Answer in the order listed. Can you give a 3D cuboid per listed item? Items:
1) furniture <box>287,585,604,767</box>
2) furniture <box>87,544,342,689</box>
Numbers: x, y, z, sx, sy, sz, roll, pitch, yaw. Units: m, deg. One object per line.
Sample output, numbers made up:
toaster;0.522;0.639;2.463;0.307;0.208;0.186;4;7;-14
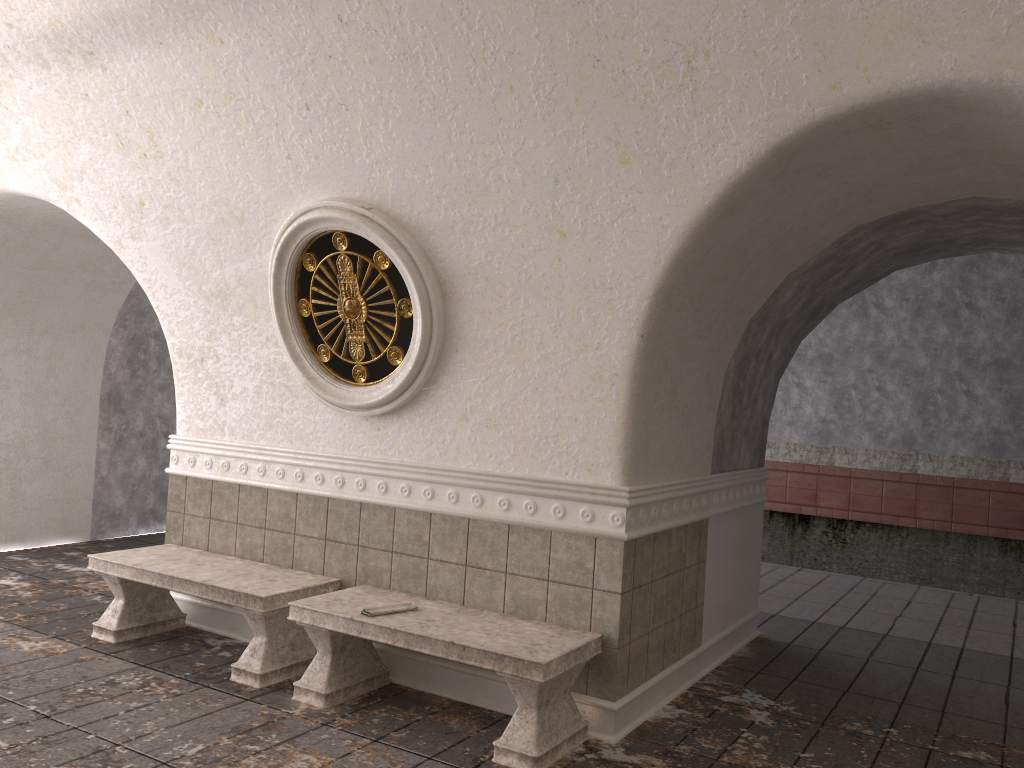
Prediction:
furniture;-0.369;1.426;4.448;1.509;0.508;0.613;3;-1;31
furniture;-1.814;1.347;5.304;1.509;0.508;0.613;3;-1;31
